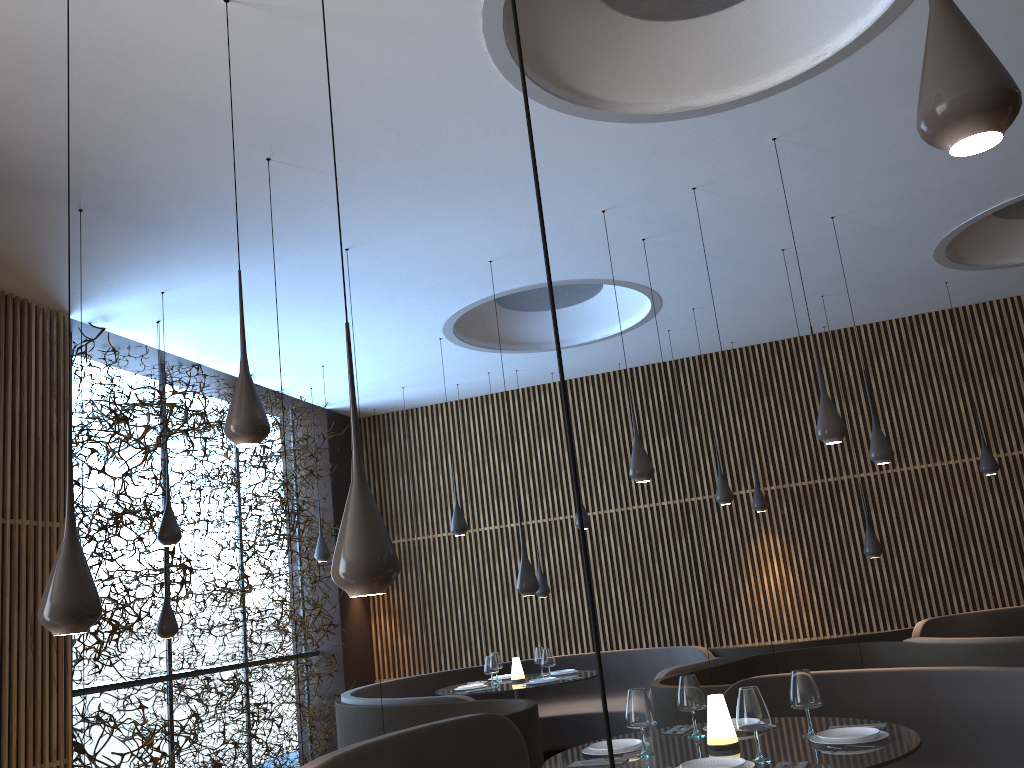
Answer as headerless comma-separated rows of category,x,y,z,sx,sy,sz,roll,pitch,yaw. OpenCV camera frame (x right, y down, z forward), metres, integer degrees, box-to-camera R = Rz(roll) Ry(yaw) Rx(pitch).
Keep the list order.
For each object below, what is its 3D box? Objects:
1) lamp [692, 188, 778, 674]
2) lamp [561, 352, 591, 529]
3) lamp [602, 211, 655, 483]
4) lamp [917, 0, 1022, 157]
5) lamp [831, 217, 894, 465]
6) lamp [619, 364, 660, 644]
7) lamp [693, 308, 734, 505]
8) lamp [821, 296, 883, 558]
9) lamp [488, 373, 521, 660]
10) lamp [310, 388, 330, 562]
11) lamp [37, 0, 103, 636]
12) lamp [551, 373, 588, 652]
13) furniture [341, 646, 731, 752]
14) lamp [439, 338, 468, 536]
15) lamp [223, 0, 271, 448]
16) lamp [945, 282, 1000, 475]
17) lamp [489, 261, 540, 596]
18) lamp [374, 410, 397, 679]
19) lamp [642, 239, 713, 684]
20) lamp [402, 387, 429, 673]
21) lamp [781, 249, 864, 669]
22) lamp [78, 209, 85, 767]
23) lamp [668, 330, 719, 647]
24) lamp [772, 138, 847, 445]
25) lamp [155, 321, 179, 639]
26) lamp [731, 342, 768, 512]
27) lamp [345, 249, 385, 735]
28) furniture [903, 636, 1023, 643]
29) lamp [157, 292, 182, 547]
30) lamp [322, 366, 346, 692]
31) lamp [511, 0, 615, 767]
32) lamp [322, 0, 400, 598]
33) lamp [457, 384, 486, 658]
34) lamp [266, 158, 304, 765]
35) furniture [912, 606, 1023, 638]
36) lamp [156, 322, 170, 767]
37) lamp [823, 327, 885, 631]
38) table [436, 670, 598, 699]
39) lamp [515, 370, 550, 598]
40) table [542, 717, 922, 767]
lamp,1.785,1.484,6.298,0.196,6.241,0.197,3,-16,-38
lamp,0.737,0.672,10.887,0.196,2.211,0.197,-7,-13,1
lamp,0.869,-0.330,6.958,0.196,2.211,0.197,3,-16,-38
lamp,0.823,-1.561,2.055,0.196,2.211,0.196,-11,-14,20
lamp,2.971,-0.408,7.632,0.196,2.211,0.197,3,-16,-38
lamp,1.806,2.751,11.335,0.196,6.241,0.196,-17,-17,40
lamp,2.172,0.223,9.767,0.196,2.211,0.197,-7,-13,1
lamp,3.700,0.425,9.772,0.196,2.944,0.197,-7,-13,1
lamp,0.046,2.878,11.027,0.196,6.241,0.196,-14,-15,30
lamp,-2.467,1.126,11.213,0.196,2.211,0.196,-17,-17,40
lamp,-1.636,-0.594,3.274,0.196,2.944,0.197,0,-14,-28
lamp,0.901,2.876,11.412,0.196,6.241,0.196,-14,-15,30
furniture,0.320,3.349,8.722,3.882,1.041,3.814,-5,-14,-7
lamp,-0.686,0.559,9.784,0.196,2.211,0.197,-7,-13,1
lamp,-1.271,-0.804,4.092,0.196,2.211,0.197,-9,-13,11
lamp,5.083,-0.086,9.882,0.196,2.211,0.197,-5,-13,-9
lamp,-0.027,0.323,7.651,0.196,2.944,0.197,-9,-13,11
lamp,-1.663,3.401,12.316,0.196,6.241,0.196,-17,-17,40
lamp,1.522,1.740,7.194,0.196,6.241,0.197,3,-16,-38
lamp,-1.117,3.073,11.267,0.196,6.241,0.196,-17,-17,40
lamp,2.956,1.735,7.832,0.196,6.241,0.196,-14,-15,30
lamp,-2.670,1.807,5.527,0.196,6.241,0.197,-5,-13,-9
lamp,2.250,2.377,10.054,0.196,6.241,0.196,-14,-15,30
lamp,2.001,-0.681,6.101,0.196,2.211,0.197,3,-16,-38
lamp,-3.215,0.824,8.169,0.196,2.944,0.197,3,-16,-38
lamp,3.003,0.529,11.364,0.196,2.211,0.197,-7,-13,1
lamp,-1.020,1.906,6.682,0.196,6.241,0.197,0,-14,-28
furniture,4.115,2.426,6.767,0.900,1.041,2.545,2,-16,-31
lamp,-2.957,0.267,7.578,0.196,2.211,0.197,3,-16,-38
lamp,-1.897,2.812,9.869,0.196,6.241,0.196,-17,-17,40
lamp,0.102,0.342,0.995,0.196,6.241,0.196,-11,-14,20
lamp,-0.575,-0.829,2.831,0.196,2.944,0.197,-2,-13,-19
lamp,-0.391,3.033,11.440,0.196,6.241,0.197,-7,-13,1
lamp,-1.250,1.546,5.147,0.196,6.241,0.197,0,-14,-28
furniture,6.095,2.512,8.176,1.983,1.041,3.953,6,-18,-41
lamp,-3.051,2.431,7.828,0.196,6.241,0.196,-17,-17,40
lamp,4.354,2.291,10.686,0.196,6.241,0.196,-14,-15,30
table,0.122,3.497,8.843,1.672,1.018,1.682,-1,-15,-23
lamp,0.225,1.247,11.431,0.196,2.944,0.197,-7,-13,1
table,1.024,2.156,3.941,1.676,1.018,1.678,-13,-15,25
